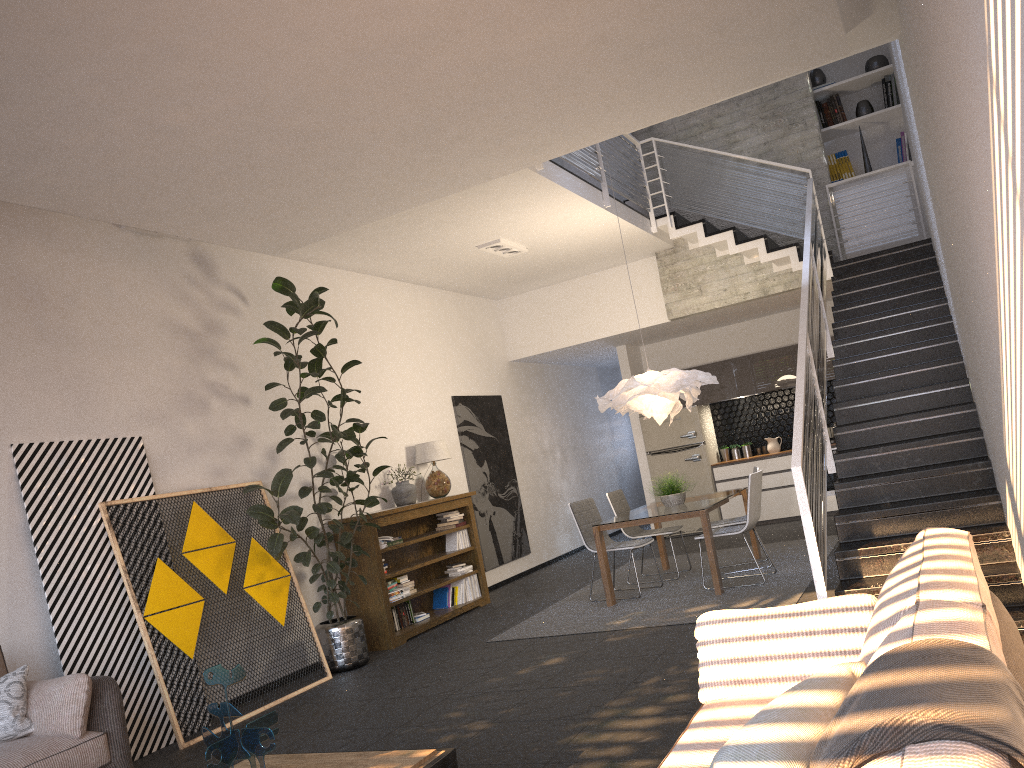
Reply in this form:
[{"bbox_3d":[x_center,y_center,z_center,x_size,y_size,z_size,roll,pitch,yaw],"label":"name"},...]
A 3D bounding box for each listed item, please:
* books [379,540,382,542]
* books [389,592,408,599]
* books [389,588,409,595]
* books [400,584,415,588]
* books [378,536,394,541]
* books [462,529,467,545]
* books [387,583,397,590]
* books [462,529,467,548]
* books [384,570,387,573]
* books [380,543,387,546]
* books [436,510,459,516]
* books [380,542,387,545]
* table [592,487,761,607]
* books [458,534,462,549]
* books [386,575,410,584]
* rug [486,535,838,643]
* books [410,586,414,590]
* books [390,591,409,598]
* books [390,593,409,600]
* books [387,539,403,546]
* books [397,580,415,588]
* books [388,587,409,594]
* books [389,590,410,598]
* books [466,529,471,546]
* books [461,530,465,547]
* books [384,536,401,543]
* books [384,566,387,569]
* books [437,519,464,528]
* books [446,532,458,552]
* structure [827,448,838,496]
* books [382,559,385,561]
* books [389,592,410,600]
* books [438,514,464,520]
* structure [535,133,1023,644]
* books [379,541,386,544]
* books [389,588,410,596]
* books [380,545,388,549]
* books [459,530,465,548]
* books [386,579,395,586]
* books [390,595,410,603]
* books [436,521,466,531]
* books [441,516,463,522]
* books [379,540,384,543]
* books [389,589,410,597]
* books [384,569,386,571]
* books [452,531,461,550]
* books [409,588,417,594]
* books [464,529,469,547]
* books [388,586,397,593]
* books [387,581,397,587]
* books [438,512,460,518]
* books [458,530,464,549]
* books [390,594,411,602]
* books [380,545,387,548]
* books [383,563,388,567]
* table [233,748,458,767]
[{"bbox_3d":[-1.281,1.416,7.914,0.252,0.011,0.319,-11,-5,2],"label":"books"},{"bbox_3d":[-1.090,1.895,7.903,0.220,0.008,0.288,-14,-6,31],"label":"books"},{"bbox_3d":[-1.094,1.864,7.912,0.220,0.008,0.304,-14,-6,30],"label":"books"},{"bbox_3d":[-1.050,1.884,8.185,0.244,0.023,0.174,-14,-6,32],"label":"books"},{"bbox_3d":[-1.256,1.406,7.990,0.272,0.108,0.324,-8,-6,-29],"label":"books"},{"bbox_3d":[-0.544,1.613,9.209,0.136,0.188,0.018,-12,-3,26],"label":"books"},{"bbox_3d":[-1.153,1.834,7.956,0.175,0.023,0.250,-12,-5,11],"label":"books"},{"bbox_3d":[-0.545,1.609,9.170,0.136,0.188,0.015,-12,-3,26],"label":"books"},{"bbox_3d":[-1.229,1.702,7.904,0.159,0.021,0.224,-12,-5,10],"label":"books"},{"bbox_3d":[-1.249,1.458,7.960,0.252,0.011,0.320,-10,-5,-8],"label":"books"},{"bbox_3d":[-0.670,1.335,9.164,0.205,0.022,0.155,-12,-5,11],"label":"books"},{"bbox_3d":[-1.261,1.445,7.918,0.253,0.011,0.319,-11,-5,7],"label":"books"},{"bbox_3d":[1.586,1.475,8.224,1.002,0.712,1.797,-13,-5,25],"label":"table"},{"bbox_3d":[-0.579,1.623,9.095,0.121,0.159,0.016,-12,-3,26],"label":"books"},{"bbox_3d":[-1.071,1.812,8.190,0.218,0.069,0.157,-14,-6,35],"label":"books"},{"bbox_3d":[1.640,1.822,8.197,2.382,0.006,3.681,-13,-6,25],"label":"rug"},{"bbox_3d":[-1.042,1.905,8.170,0.228,0.023,0.166,-13,-6,24],"label":"books"},{"bbox_3d":[-1.087,1.890,7.911,0.220,0.006,0.304,-14,-6,30],"label":"books"},{"bbox_3d":[-1.083,1.905,7.899,0.220,0.013,0.304,-14,-6,30],"label":"books"},{"bbox_3d":[-1.144,1.465,8.123,0.180,0.034,0.242,-14,-6,28],"label":"books"},{"bbox_3d":[-1.044,1.856,8.186,0.226,0.029,0.179,-14,-6,28],"label":"books"},{"bbox_3d":[-1.094,1.855,7.913,0.220,0.013,0.304,-14,-6,30],"label":"books"},{"bbox_3d":[-1.087,1.884,7.906,0.220,0.008,0.288,-14,-6,29],"label":"books"},{"bbox_3d":[-0.510,1.610,9.241,0.136,0.189,0.031,-12,-3,26],"label":"books"},{"bbox_3d":[-0.567,1.613,9.162,0.136,0.188,0.018,-12,-3,26],"label":"books"},{"bbox_3d":[-1.148,1.436,8.114,0.167,0.023,0.227,-14,-6,29],"label":"books"},{"bbox_3d":[-1.233,1.659,7.898,0.175,0.019,0.244,-12,-5,10],"label":"books"},{"bbox_3d":[1.036,-2.174,10.248,5.375,6.692,0.362,-9,-3,-24],"label":"books"},{"bbox_3d":[-0.613,1.611,9.026,0.136,0.181,0.078,-12,-3,26],"label":"books"},{"bbox_3d":[4.152,1.113,11.419,0.590,0.587,0.583,-13,-4,25],"label":"structure"},{"bbox_3d":[-1.244,1.596,7.906,0.155,0.020,0.205,-12,-5,10],"label":"books"},{"bbox_3d":[-1.089,1.901,7.902,0.220,0.008,0.288,-14,-6,31],"label":"books"},{"bbox_3d":[-0.636,1.376,9.171,0.174,0.019,0.245,-6,-7,-39],"label":"books"},{"bbox_3d":[1.727,-2.338,9.058,4.253,8.287,8.448,-12,-4,25],"label":"structure"},{"bbox_3d":[-1.258,1.435,7.934,0.252,0.011,0.320,-10,-5,-3],"label":"books"},{"bbox_3d":[-1.089,1.871,7.910,0.219,0.008,0.304,-14,-6,29],"label":"books"},{"bbox_3d":[-1.243,1.476,7.931,0.252,0.011,0.319,-11,-5,-1],"label":"books"},{"bbox_3d":[-0.566,1.609,9.126,0.136,0.188,0.015,-12,-3,26],"label":"books"},{"bbox_3d":[-1.174,1.799,7.970,0.194,0.028,0.246,-11,-5,5],"label":"books"},{"bbox_3d":[-1.079,1.927,7.899,0.219,0.008,0.304,-13,-6,25],"label":"books"},{"bbox_3d":[-0.627,1.462,9.105,0.231,0.034,0.286,-12,-6,18],"label":"books"},{"bbox_3d":[-0.624,1.398,9.169,0.178,0.029,0.226,-8,-6,-22],"label":"books"},{"bbox_3d":[-1.274,1.426,7.921,0.252,0.011,0.320,-10,-5,-3],"label":"books"},{"bbox_3d":[-1.085,1.877,7.908,0.219,0.008,0.304,-14,-6,29],"label":"books"},{"bbox_3d":[-1.228,1.680,7.902,0.155,0.022,0.205,-11,-5,5],"label":"books"},{"bbox_3d":[-0.604,1.612,9.085,0.136,0.188,0.018,-12,-3,26],"label":"books"},{"bbox_3d":[-1.027,1.932,8.171,0.244,0.034,0.179,-13,-6,28],"label":"books"},{"bbox_3d":[-0.522,1.610,9.220,0.136,0.188,0.018,-12,-3,26],"label":"books"},{"bbox_3d":[-1.148,1.857,7.955,0.175,0.023,0.250,-11,-5,6],"label":"books"},{"bbox_3d":[-1.169,1.819,7.970,0.193,0.014,0.255,-12,-6,13],"label":"books"},{"bbox_3d":[-0.658,1.356,9.160,0.174,0.023,0.244,-9,-6,-20],"label":"books"},{"bbox_3d":[-0.567,1.608,9.108,0.136,0.188,0.018,-12,-3,26],"label":"books"},{"bbox_3d":[-1.081,1.920,7.898,0.220,0.007,0.304,-14,-6,30],"label":"books"},{"bbox_3d":[-1.246,1.467,7.942,0.252,0.011,0.320,-10,-5,-5],"label":"books"},{"bbox_3d":[-1.239,1.638,7.891,0.163,0.023,0.231,-13,-6,26],"label":"books"},{"bbox_3d":[-0.899,1.662,3.181,1.054,0.306,1.114,-13,-6,25],"label":"table"}]
